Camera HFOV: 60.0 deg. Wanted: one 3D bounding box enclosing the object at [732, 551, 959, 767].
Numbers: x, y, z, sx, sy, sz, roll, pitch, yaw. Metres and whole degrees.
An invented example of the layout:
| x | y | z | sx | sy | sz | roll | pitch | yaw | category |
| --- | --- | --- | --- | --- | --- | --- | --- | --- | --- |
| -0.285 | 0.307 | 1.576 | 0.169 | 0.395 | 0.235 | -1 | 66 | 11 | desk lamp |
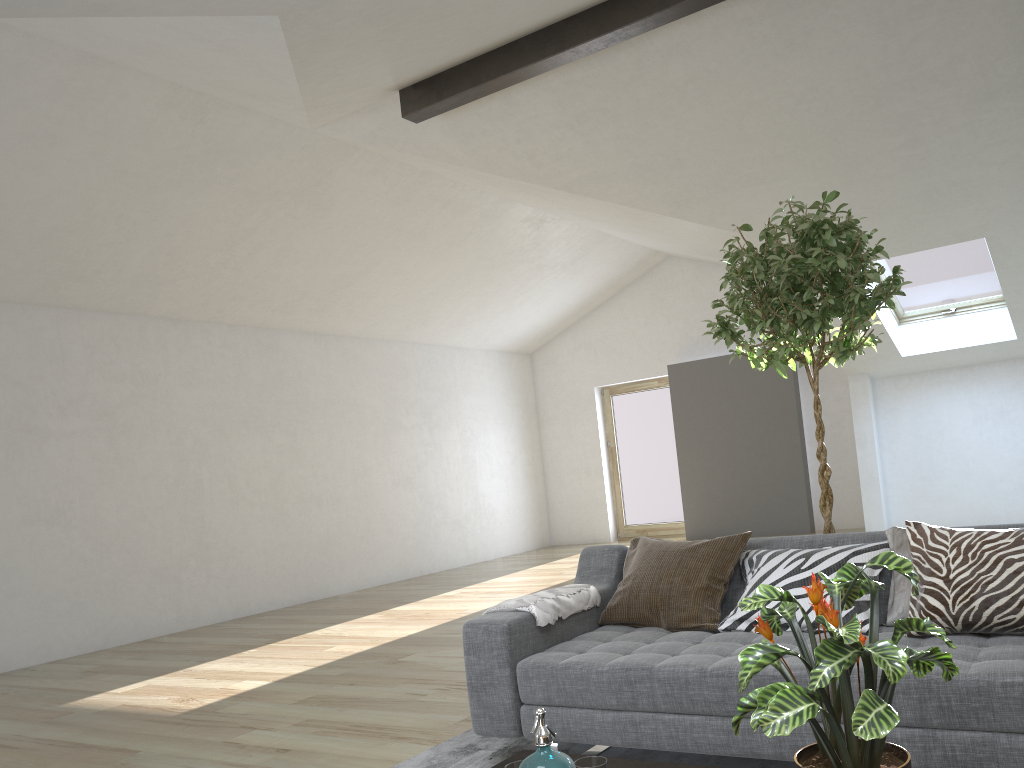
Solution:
| x | y | z | sx | sy | sz | roll | pitch | yaw | category |
| --- | --- | --- | --- | --- | --- | --- | --- | --- | --- |
| 0.576 | 0.568 | 1.557 | 0.378 | 0.524 | 0.437 | -7 | -3 | 8 | object |

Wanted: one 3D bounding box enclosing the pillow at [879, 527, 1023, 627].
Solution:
| x | y | z | sx | sy | sz | roll | pitch | yaw | category |
| --- | --- | --- | --- | --- | --- | --- | --- | --- | --- |
| 1.484 | 0.602 | 2.783 | 0.646 | 0.317 | 0.262 | -10 | -4 | 34 | pillow |

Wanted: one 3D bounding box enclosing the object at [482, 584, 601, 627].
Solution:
| x | y | z | sx | sy | sz | roll | pitch | yaw | category |
| --- | --- | --- | --- | --- | --- | --- | --- | --- | --- |
| 0.113 | 0.981 | 3.333 | 0.360 | 0.418 | 0.480 | -9 | -5 | 37 | object |

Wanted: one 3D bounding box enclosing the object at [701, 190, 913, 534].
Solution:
| x | y | z | sx | sy | sz | roll | pitch | yaw | category |
| --- | --- | --- | --- | --- | --- | --- | --- | --- | --- |
| 1.235 | 0.245 | 3.618 | 0.803 | 2.015 | 0.812 | -6 | -2 | 12 | object |

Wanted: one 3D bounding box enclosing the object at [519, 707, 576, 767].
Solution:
| x | y | z | sx | sy | sz | roll | pitch | yaw | category |
| --- | --- | --- | --- | --- | --- | --- | --- | --- | --- |
| 0.066 | 0.737 | 1.697 | 0.122 | 0.239 | 0.116 | -5 | -2 | -31 | object |

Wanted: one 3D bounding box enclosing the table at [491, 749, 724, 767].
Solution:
| x | y | z | sx | sy | sz | roll | pitch | yaw | category |
| --- | --- | --- | --- | --- | --- | --- | --- | --- | --- |
| 0.515 | 0.959 | 1.559 | 1.560 | 0.324 | 0.619 | -10 | -6 | 33 | table |

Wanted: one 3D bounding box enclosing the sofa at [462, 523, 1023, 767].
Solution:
| x | y | z | sx | sy | sz | roll | pitch | yaw | category |
| --- | --- | --- | --- | --- | --- | --- | --- | --- | --- |
| 1.139 | 0.841 | 2.807 | 2.477 | 0.681 | 1.022 | -10 | -6 | 33 | sofa |

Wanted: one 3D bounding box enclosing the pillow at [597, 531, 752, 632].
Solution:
| x | y | z | sx | sy | sz | roll | pitch | yaw | category |
| --- | --- | --- | --- | --- | --- | --- | --- | --- | --- |
| 0.597 | 0.752 | 3.363 | 0.581 | 0.337 | 0.308 | -11 | -5 | 43 | pillow |

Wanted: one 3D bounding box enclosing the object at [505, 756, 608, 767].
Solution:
| x | y | z | sx | sy | sz | roll | pitch | yaw | category |
| --- | --- | --- | --- | --- | --- | --- | --- | --- | --- |
| 0.089 | 0.813 | 1.825 | 0.235 | 0.107 | 0.097 | -3 | -4 | -30 | object |

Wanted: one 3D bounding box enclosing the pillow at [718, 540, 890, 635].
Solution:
| x | y | z | sx | sy | sz | roll | pitch | yaw | category |
| --- | --- | --- | --- | --- | --- | --- | --- | --- | --- |
| 1.003 | 0.706 | 3.045 | 0.564 | 0.282 | 0.357 | -10 | -5 | 33 | pillow |

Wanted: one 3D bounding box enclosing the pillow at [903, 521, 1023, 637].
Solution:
| x | y | z | sx | sy | sz | roll | pitch | yaw | category |
| --- | --- | --- | --- | --- | --- | --- | --- | --- | --- |
| 1.439 | 0.562 | 2.603 | 0.561 | 0.339 | 0.280 | -10 | -5 | 37 | pillow |

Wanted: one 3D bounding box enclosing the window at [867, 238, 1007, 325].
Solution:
| x | y | z | sx | sy | sz | roll | pitch | yaw | category |
| --- | --- | --- | --- | --- | --- | --- | --- | --- | --- |
| 3.870 | -0.980 | 8.065 | 1.481 | 0.726 | 1.897 | -10 | -6 | 34 | window |
